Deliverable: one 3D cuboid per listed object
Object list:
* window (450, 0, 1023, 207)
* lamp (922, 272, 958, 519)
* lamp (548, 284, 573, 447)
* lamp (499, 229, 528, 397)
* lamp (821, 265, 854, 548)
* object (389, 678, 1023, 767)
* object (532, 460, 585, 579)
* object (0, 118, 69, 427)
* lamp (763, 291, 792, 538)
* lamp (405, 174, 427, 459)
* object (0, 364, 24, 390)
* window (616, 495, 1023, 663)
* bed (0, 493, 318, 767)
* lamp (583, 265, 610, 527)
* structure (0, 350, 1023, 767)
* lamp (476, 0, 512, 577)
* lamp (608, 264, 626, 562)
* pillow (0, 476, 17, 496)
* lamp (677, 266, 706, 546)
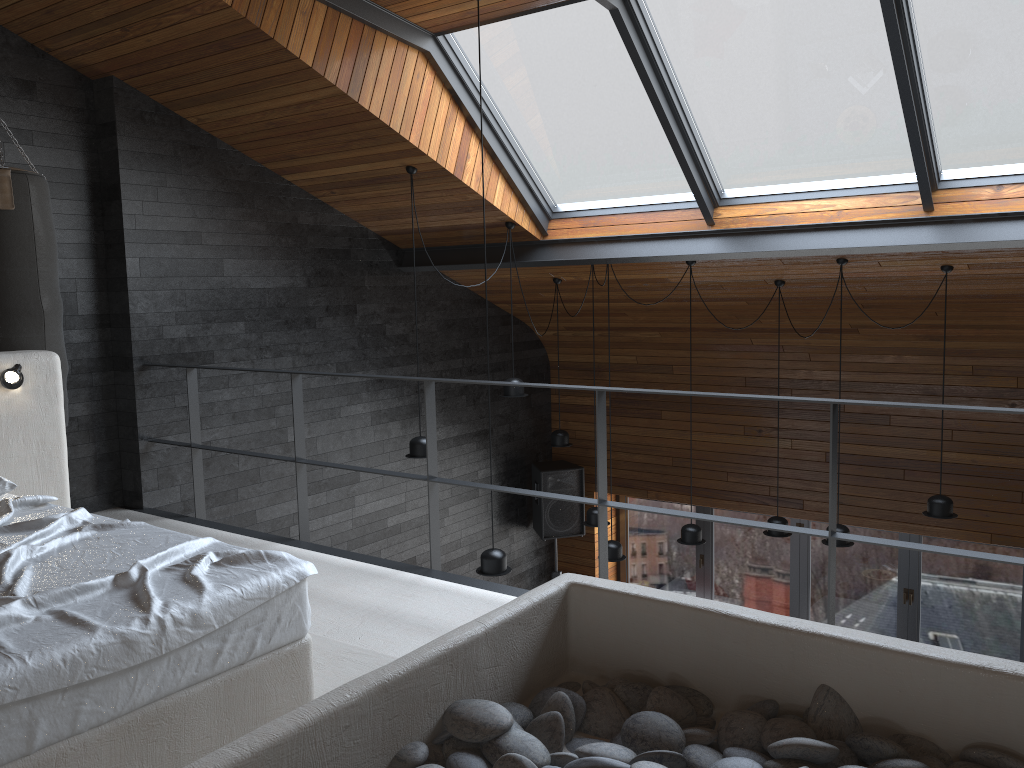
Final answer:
[{"bbox_3d":[1.508,-1.676,4.901,3.819,1.031,1.213,3,8,36],"label":"window"},{"bbox_3d":[2.764,0.073,5.685,0.210,1.565,0.210,-3,6,-17],"label":"lamp"},{"bbox_3d":[0.388,-0.167,7.391,0.210,1.369,0.210,-3,6,-17],"label":"lamp"},{"bbox_3d":[-0.001,-0.516,6.380,0.210,1.206,0.210,-3,6,-17],"label":"lamp"},{"bbox_3d":[2.187,0.129,5.915,0.210,1.911,0.210,-3,6,-17],"label":"lamp"},{"bbox_3d":[0.444,0.796,1.231,1.842,0.246,1.436,3,8,35],"label":"object"},{"bbox_3d":[0.382,1.953,8.861,0.639,2.298,0.686,-3,6,-16],"label":"object"},{"bbox_3d":[-2.482,-0.566,4.393,0.442,1.602,0.445,-4,7,-26],"label":"object"},{"bbox_3d":[1.950,0.118,6.489,0.210,2.002,0.210,-3,6,-17],"label":"lamp"},{"bbox_3d":[-0.629,-0.443,5.817,0.210,1.853,0.210,-3,6,-17],"label":"lamp"},{"bbox_3d":[-1.983,-0.026,3.508,0.085,0.106,0.165,-4,7,-26],"label":"object"},{"bbox_3d":[3.495,1.892,7.814,5.936,1.521,0.101,3,8,36],"label":"window"},{"bbox_3d":[-1.821,0.689,2.167,2.011,0.484,1.826,3,8,36],"label":"bed"},{"bbox_3d":[0.626,0.065,6.727,0.210,2.035,0.210,-3,6,-17],"label":"lamp"},{"bbox_3d":[-0.975,0.628,1.545,4.614,1.120,2.634,3,8,35],"label":"structure"},{"bbox_3d":[-0.145,-0.506,4.997,0.210,3.208,0.210,-5,7,-31],"label":"lamp"},{"bbox_3d":[0.716,0.162,6.475,0.210,2.273,0.210,-3,6,-17],"label":"lamp"},{"bbox_3d":[-2.174,0.354,2.905,0.509,0.173,0.842,3,8,36],"label":"pillow"},{"bbox_3d":[1.302,0.154,6.452,0.210,2.034,0.210,-3,6,-17],"label":"lamp"}]
